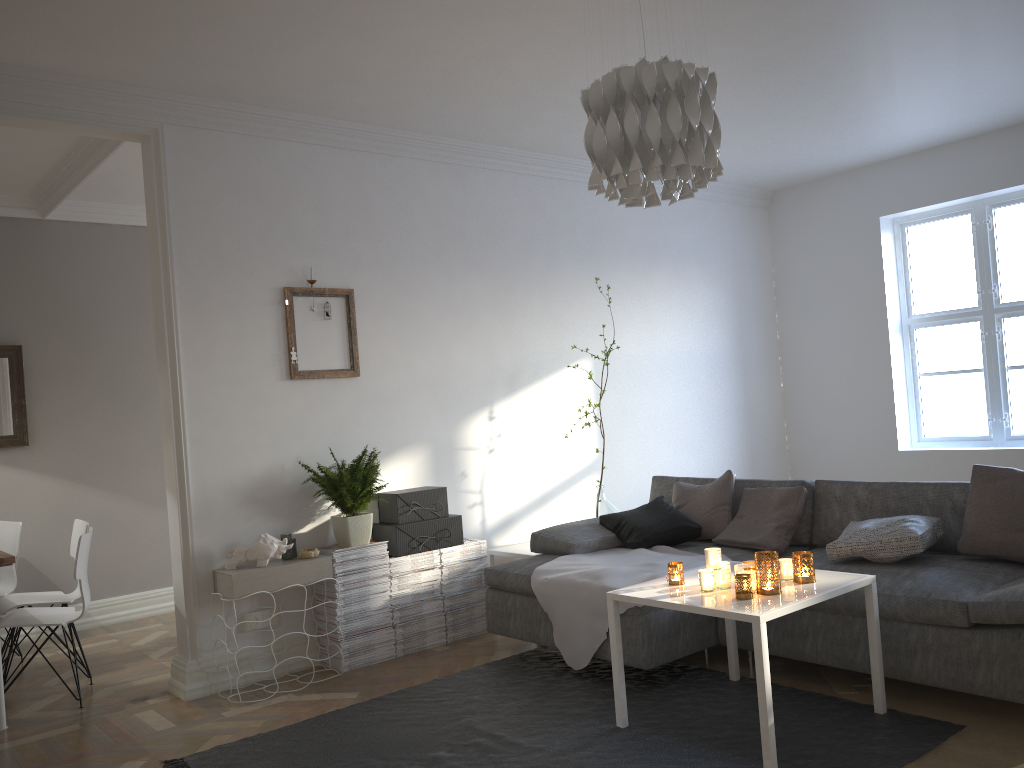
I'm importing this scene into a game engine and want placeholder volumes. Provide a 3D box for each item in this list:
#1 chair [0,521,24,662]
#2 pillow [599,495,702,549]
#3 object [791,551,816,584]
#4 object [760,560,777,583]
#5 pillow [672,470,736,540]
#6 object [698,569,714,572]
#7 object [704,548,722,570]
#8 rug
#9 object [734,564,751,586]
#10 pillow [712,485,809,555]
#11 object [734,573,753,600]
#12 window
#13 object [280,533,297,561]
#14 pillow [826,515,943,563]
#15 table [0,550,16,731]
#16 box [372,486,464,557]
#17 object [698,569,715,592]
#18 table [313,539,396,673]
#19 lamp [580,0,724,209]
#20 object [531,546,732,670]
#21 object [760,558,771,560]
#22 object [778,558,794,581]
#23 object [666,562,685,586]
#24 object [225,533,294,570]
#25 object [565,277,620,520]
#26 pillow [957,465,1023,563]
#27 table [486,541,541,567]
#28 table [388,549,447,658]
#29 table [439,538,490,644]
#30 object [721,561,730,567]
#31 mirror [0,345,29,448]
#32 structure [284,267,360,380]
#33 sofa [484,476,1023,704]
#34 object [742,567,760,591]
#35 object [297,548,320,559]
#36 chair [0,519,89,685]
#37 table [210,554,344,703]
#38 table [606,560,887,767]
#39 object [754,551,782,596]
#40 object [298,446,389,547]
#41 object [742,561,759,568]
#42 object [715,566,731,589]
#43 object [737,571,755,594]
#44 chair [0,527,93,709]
[{"bbox_3d":[-3.050,1.198,5.007,0.432,0.785,0.479,-5,-1,41],"label":"chair"},{"bbox_3d":[0.727,0.744,4.697,0.421,0.248,0.402,-4,-1,-19],"label":"pillow"},{"bbox_3d":[1.062,0.667,3.231,0.080,0.104,0.080,-5,-1,41],"label":"object"},{"bbox_3d":[0.951,0.693,3.279,0.060,0.073,0.060,-4,-1,-15],"label":"object"},{"bbox_3d":[1.051,0.676,4.852,0.430,0.403,0.324,-5,-1,38],"label":"pillow"},{"bbox_3d":[0.705,0.707,3.207,0.056,0.066,0.056,-5,-1,12],"label":"object"},{"bbox_3d":[0.731,0.635,3.216,0.060,0.073,0.060,-4,-1,-24],"label":"object"},{"bbox_3d":[0.122,1.285,3.151,2.110,0.055,2.017,-3,-2,-40],"label":"rug"},{"bbox_3d":[0.846,0.700,3.242,0.060,0.073,0.060,-5,-1,6],"label":"object"},{"bbox_3d":[1.261,0.680,4.510,0.337,0.311,0.415,-4,-1,-34],"label":"pillow"},{"bbox_3d":[0.795,0.696,3.045,0.060,0.079,0.060,-5,-1,41],"label":"object"},{"bbox_3d":[3.312,-0.420,6.154,0.077,1.709,1.201,-4,-1,-39],"label":"window"},{"bbox_3d":[-1.080,0.774,4.272,0.062,0.134,0.123,-4,-1,1],"label":"object"},{"bbox_3d":[1.616,0.678,3.843,0.405,0.194,0.405,-5,-2,37],"label":"pillow"},{"bbox_3d":[-3.049,1.197,4.280,0.852,0.750,1.988,-3,-2,-39],"label":"table"},{"bbox_3d":[-0.494,0.725,4.738,0.419,0.315,0.298,-3,-1,-39],"label":"box"},{"bbox_3d":[0.706,0.710,3.207,0.060,0.073,0.060,-5,-1,30],"label":"object"},{"bbox_3d":[-0.794,1.101,4.466,0.321,0.596,0.247,-4,-1,-39],"label":"table"},{"bbox_3d":[0.337,-1.010,2.317,0.354,1.065,0.355,-4,-1,3],"label":"lamp"},{"bbox_3d":[0.546,1.038,4.161,0.725,0.437,0.812,-3,-2,-41],"label":"object"},{"bbox_3d":[0.966,0.697,3.356,0.047,0.068,0.054,-5,-1,11],"label":"object"},{"bbox_3d":[1.018,0.688,3.289,0.060,0.073,0.060,-5,-1,12],"label":"object"},{"bbox_3d":[0.621,0.718,3.358,0.060,0.079,0.060,-5,-1,45],"label":"object"},{"bbox_3d":[-1.173,0.770,4.117,0.311,0.150,0.137,-4,-1,-9],"label":"object"},{"bbox_3d":[0.494,0.166,5.241,0.340,1.674,0.776,-5,-1,10],"label":"object"},{"bbox_3d":[2.060,0.529,3.613,0.242,0.390,0.426,-4,-1,-39],"label":"pillow"},{"bbox_3d":[0.167,1.139,5.096,0.436,0.412,0.423,-4,-1,-39],"label":"table"},{"bbox_3d":[-0.552,1.136,4.661,0.327,0.499,0.247,-4,-1,-39],"label":"table"},{"bbox_3d":[-0.310,1.123,4.861,0.327,0.499,0.247,-4,-1,-39],"label":"table"},{"bbox_3d":[0.790,0.707,3.323,0.060,0.073,0.060,-4,-1,-15],"label":"object"},{"bbox_3d":[-3.269,0.084,5.440,0.503,0.637,0.049,-4,-1,-39],"label":"mirror"},{"bbox_3d":[-0.982,-0.318,4.591,0.398,0.574,0.053,-4,-1,-42],"label":"structure"},{"bbox_3d":[1.259,0.871,3.972,1.554,0.772,2.634,-3,-2,-39],"label":"sofa"},{"bbox_3d":[0.855,0.697,3.166,0.060,0.073,0.060,-5,-1,39],"label":"object"},{"bbox_3d":[-0.976,0.810,4.249,0.104,0.046,0.099,-5,-1,7],"label":"object"},{"bbox_3d":[-2.486,1.146,4.695,0.479,0.785,0.432,-4,-1,-34],"label":"chair"},{"bbox_3d":[-1.102,1.128,4.164,0.553,0.575,0.299,-4,-1,-39],"label":"table"},{"bbox_3d":[0.859,0.989,3.268,0.714,0.504,0.675,-3,-2,-39],"label":"table"},{"bbox_3d":[0.892,0.659,3.093,0.087,0.139,0.090,-5,-1,21],"label":"object"},{"bbox_3d":[-0.814,0.568,4.445,0.438,0.526,0.368,-4,-1,-39],"label":"object"},{"bbox_3d":[0.888,0.698,3.294,0.060,0.073,0.060,-4,-1,-15],"label":"object"},{"bbox_3d":[0.769,0.706,3.228,0.060,0.073,0.060,-5,-1,30],"label":"object"},{"bbox_3d":[0.824,0.698,3.110,0.060,0.073,0.060,-5,-1,39],"label":"object"},{"bbox_3d":[-2.222,1.111,4.193,0.479,0.785,0.432,-4,-1,-19],"label":"chair"}]
